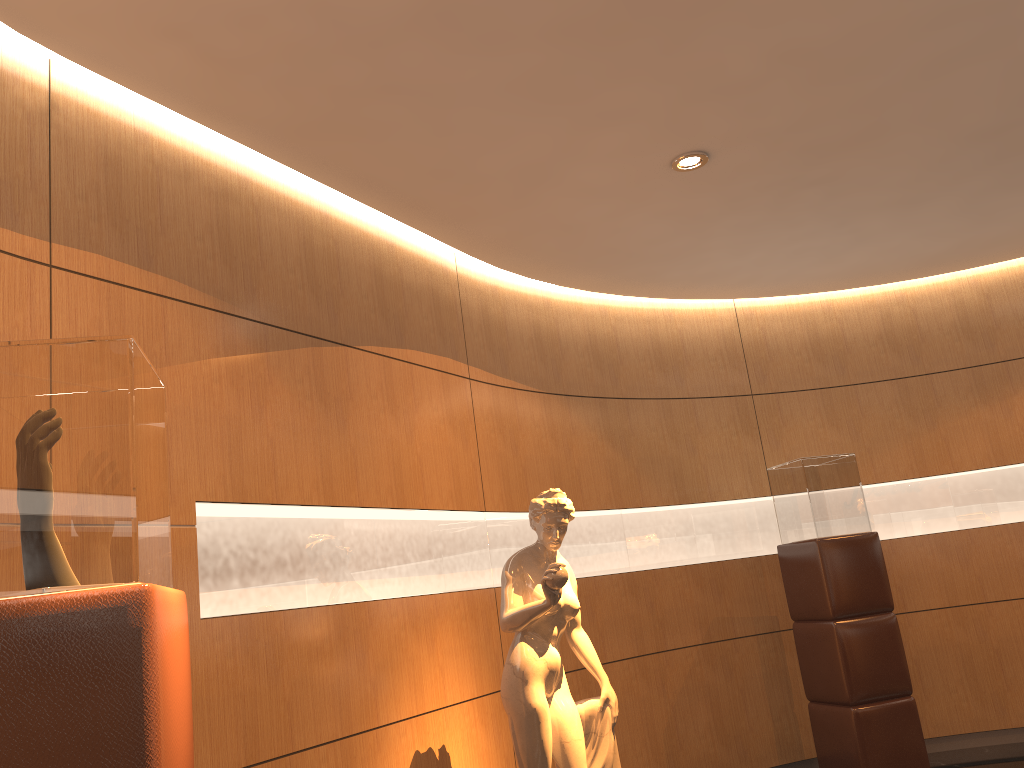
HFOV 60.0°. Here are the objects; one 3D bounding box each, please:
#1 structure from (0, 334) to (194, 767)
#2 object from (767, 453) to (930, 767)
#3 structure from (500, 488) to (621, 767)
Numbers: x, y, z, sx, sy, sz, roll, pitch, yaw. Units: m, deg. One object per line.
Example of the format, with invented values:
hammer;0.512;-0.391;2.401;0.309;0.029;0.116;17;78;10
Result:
structure;-0.886;0.927;1.721;0.484;2.000;0.498;-4;-14;-13
object;2.062;1.465;5.538;0.484;2.000;0.498;-3;-14;-17
structure;0.171;1.385;3.832;0.477;1.836;0.733;-12;-14;17
